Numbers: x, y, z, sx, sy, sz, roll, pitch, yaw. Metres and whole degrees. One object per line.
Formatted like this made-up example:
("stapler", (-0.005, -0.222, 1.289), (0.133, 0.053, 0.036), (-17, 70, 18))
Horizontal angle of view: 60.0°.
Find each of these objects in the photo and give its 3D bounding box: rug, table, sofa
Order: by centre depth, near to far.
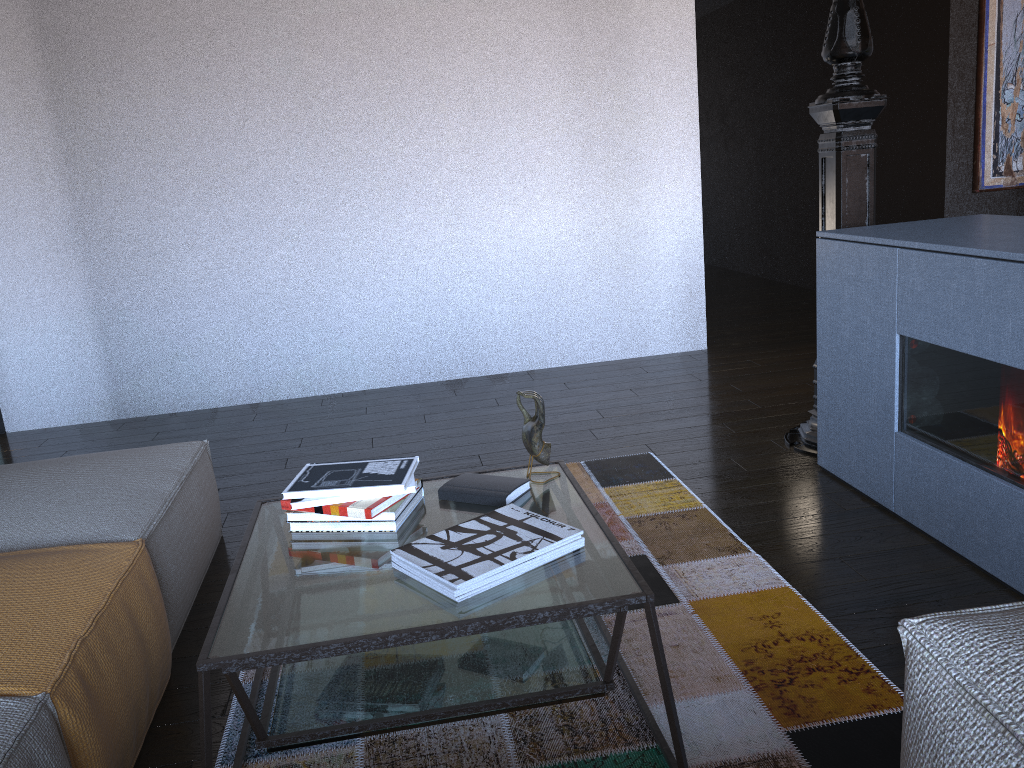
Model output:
("sofa", (-0.610, 0.537, 1.442), (2.536, 0.698, 3.296), (-7, 14, -8))
("table", (-0.171, 0.507, 1.874), (0.842, 0.389, 0.847), (-7, 14, -7))
("rug", (0.033, 0.609, 2.274), (1.431, 0.013, 2.361), (-7, 14, -7))

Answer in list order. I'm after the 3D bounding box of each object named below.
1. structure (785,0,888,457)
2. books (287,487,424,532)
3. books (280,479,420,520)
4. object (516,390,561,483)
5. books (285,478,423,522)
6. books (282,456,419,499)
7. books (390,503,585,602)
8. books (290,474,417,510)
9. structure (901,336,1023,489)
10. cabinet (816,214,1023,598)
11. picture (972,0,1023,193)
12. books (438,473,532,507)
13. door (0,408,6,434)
("structure", (-2.333, -0.202, 1.419), (8.509, 2.397, 0.481), (-12, 15, -26))
("books", (-0.347, 0.282, 2.005), (0.247, 0.024, 0.208), (-2, 14, 12))
("books", (-0.358, 0.245, 1.972), (0.239, 0.023, 0.190), (2, 15, 26))
("object", (0.049, 0.117, 2.106), (0.099, 0.223, 0.093), (3, 16, 31))
("books", (-0.351, 0.260, 2.000), (0.251, 0.023, 0.208), (-2, 14, 12))
("books", (-0.354, 0.207, 1.983), (0.268, 0.014, 0.196), (-4, 13, 4))
("books", (-0.046, 0.319, 1.716), (0.308, 0.038, 0.225), (-15, 17, -36))
("books", (-0.353, 0.222, 1.987), (0.268, 0.014, 0.196), (-7, 14, -8))
("structure", (1.381, 0.102, 2.221), (0.332, 0.395, 0.942), (-7, 14, -7))
("cabinet", (1.578, 0.182, 1.694), (0.607, 0.845, 2.956), (-7, 14, -7))
("picture", (3.070, -1.896, 5.157), (0.780, 1.472, 0.067), (-7, 14, -7))
("books", (-0.062, 0.241, 2.055), (0.182, 0.029, 0.129), (2, 15, 29))
("door", (-4.808, -0.676, 4.245), (4.185, 2.597, 0.138), (-7, 14, -7))
